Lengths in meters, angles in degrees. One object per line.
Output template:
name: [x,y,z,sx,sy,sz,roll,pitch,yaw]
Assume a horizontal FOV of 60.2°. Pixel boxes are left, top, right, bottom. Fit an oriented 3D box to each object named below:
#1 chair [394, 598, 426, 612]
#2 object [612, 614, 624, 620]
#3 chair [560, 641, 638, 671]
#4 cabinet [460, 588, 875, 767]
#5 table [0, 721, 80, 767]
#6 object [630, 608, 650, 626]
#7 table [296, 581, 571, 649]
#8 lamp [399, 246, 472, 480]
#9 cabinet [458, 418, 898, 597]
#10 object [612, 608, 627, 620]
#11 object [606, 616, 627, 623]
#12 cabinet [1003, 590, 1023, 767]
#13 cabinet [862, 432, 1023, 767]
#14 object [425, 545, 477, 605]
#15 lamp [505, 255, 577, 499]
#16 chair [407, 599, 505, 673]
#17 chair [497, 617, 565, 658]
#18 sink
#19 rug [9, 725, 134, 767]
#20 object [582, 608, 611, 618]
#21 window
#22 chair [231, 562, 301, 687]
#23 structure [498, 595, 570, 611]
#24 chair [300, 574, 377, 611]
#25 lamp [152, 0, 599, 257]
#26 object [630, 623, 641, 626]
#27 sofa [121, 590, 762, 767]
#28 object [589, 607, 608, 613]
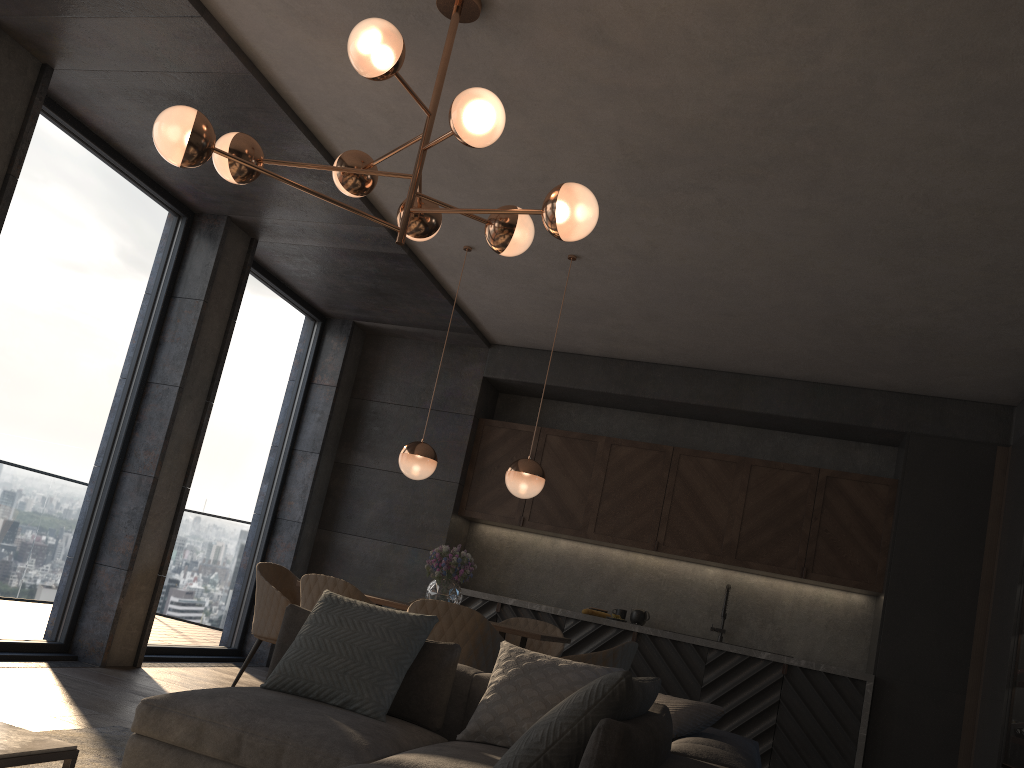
chair: [-0.599,1.806,5.755,0.553,0.824,0.520,10,-11,13]
object: [0.827,1.842,6.960,0.119,0.044,0.119,6,-15,23]
chair: [0.350,1.771,4.823,0.508,0.823,0.566,8,-12,22]
cabinet: [0.922,2.366,6.895,3.378,0.936,0.613,8,-12,18]
table: [-1.647,0.834,1.836,0.926,0.304,0.950,8,-14,18]
object: [1.017,1.870,7.078,0.136,0.135,0.154,14,-12,-9]
table: [-0.514,1.696,5.120,1.460,0.757,0.785,8,-13,18]
lamp: [-0.445,-0.145,5.559,0.238,1.521,0.244,8,-10,24]
cabinet: [1.268,0.968,7.245,3.378,0.853,0.377,8,-11,18]
object: [0.869,1.868,7.124,0.114,0.102,0.090,22,-15,-38]
object: [0.823,1.859,6.958,0.170,0.020,0.173,-1,-19,42]
cabinet: [3.158,1.409,4.942,0.335,1.561,1.019,9,-11,18]
cabinet: [3.183,1.706,6.063,1.182,2.714,1.226,9,-11,18]
object: [-0.373,1.147,5.239,0.299,0.402,0.332,14,-11,-11]
lamp: [0.214,-0.057,5.348,0.239,1.521,0.242,13,-10,-6]
chair: [-0.347,1.536,4.493,0.553,0.824,0.520,10,-11,13]
chair: [0.007,1.881,5.538,0.553,0.824,0.520,9,-11,17]
sink: [1.702,1.823,6.837,0.958,0.538,0.470,8,-12,18]
rug: [-1.340,1.143,2.139,1.722,0.020,3.211,8,-15,18]
object: [0.681,1.834,7.034,0.305,0.054,0.071,20,-15,-30]
window: [-2.929,-0.243,4.105,0.198,2.951,7.421,9,-14,18]
chair: [-1.370,1.550,5.404,0.508,0.823,0.566,8,-12,22]
structure: [0.242,1.820,7.235,0.608,0.017,0.515,8,-15,18]
chair: [-0.924,1.458,4.675,0.552,0.824,0.521,7,-12,27]
lamp: [-0.404,-0.966,3.350,1.466,1.023,1.030,13,-12,-6]
object: [0.782,1.863,7.013,0.488,0.039,0.290,9,-14,13]
sofa: [-0.371,1.004,2.346,2.015,0.772,2.973,8,-14,18]
object: [0.696,1.861,7.183,0.157,0.067,0.118,11,-13,3]
